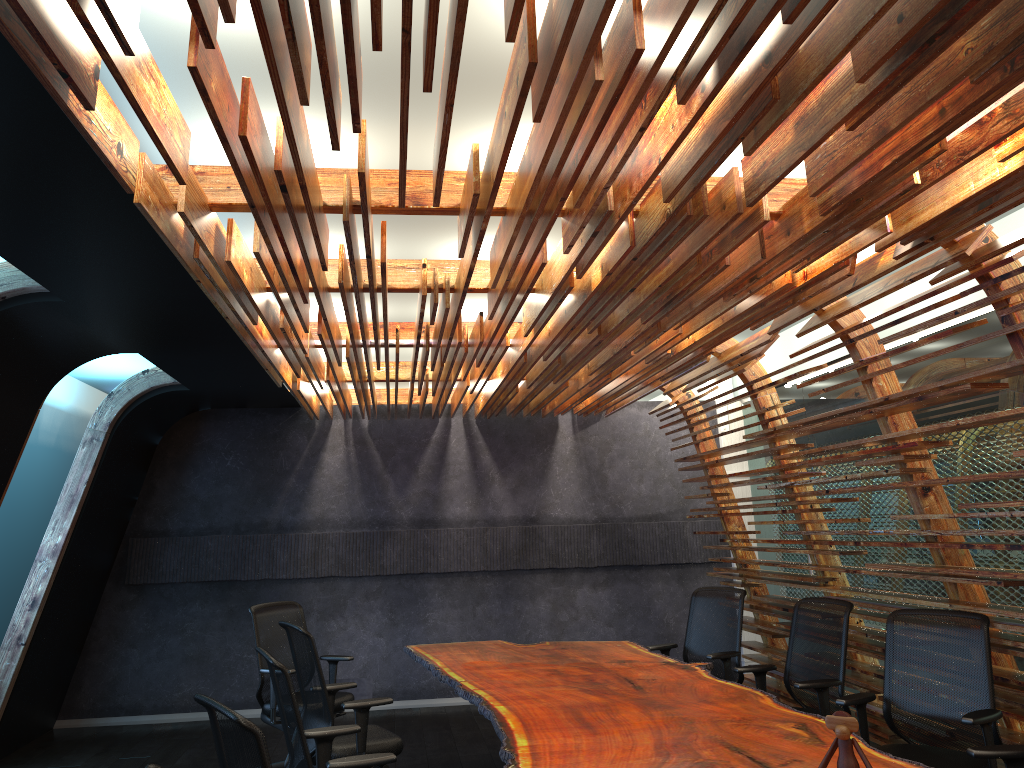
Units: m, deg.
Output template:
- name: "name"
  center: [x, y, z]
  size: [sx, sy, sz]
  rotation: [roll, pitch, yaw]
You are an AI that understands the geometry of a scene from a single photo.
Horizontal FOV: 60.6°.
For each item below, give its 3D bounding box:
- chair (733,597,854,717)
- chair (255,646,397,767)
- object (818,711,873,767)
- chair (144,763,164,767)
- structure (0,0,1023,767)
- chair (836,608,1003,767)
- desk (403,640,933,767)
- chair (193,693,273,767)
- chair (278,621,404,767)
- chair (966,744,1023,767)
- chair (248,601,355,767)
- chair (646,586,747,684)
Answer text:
- name: "chair"
  center: [1.690, 1.984, 5.361]
  size: [0.794, 1.277, 0.789]
  rotation: [3, -15, -17]
- name: "chair"
  center: [-0.755, 1.826, 3.935]
  size: [0.793, 1.277, 0.791]
  rotation: [4, -16, -22]
- name: "object"
  center: [1.165, 1.285, 3.077]
  size: [0.303, 0.253, 0.125]
  rotation: [-10, -17, 33]
- name: "chair"
  center: [-0.391, 1.463, 1.806]
  size: [0.793, 1.277, 0.791]
  rotation: [4, -16, -22]
- name: "structure"
  center: [0.747, 0.732, 4.109]
  size: [4.528, 3.083, 11.133]
  rotation: [0, -10, -8]
- name: "chair"
  center: [2.034, 1.805, 4.349]
  size: [0.787, 1.277, 0.797]
  rotation: [9, -18, -36]
- name: "desk"
  center: [0.540, 2.036, 4.184]
  size: [2.036, 0.842, 6.463]
  rotation: [0, -10, -8]
- name: "chair"
  center: [-0.599, 1.632, 2.789]
  size: [0.789, 1.277, 0.795]
  rotation: [8, -17, -32]
- name: "chair"
  center: [-0.965, 2.041, 5.192]
  size: [0.791, 1.277, 0.793]
  rotation: [6, -17, -27]
- name: "chair"
  center: [2.008, 1.611, 3.165]
  size: [0.796, 1.277, 0.787]
  rotation: [-1, -15, -2]
- name: "chair"
  center: [-1.514, 2.273, 6.489]
  size: [0.789, 1.277, 0.795]
  rotation: [-9, -16, 26]
- name: "chair"
  center: [1.356, 2.190, 6.543]
  size: [0.789, 1.277, 0.795]
  rotation: [7, -17, -31]
